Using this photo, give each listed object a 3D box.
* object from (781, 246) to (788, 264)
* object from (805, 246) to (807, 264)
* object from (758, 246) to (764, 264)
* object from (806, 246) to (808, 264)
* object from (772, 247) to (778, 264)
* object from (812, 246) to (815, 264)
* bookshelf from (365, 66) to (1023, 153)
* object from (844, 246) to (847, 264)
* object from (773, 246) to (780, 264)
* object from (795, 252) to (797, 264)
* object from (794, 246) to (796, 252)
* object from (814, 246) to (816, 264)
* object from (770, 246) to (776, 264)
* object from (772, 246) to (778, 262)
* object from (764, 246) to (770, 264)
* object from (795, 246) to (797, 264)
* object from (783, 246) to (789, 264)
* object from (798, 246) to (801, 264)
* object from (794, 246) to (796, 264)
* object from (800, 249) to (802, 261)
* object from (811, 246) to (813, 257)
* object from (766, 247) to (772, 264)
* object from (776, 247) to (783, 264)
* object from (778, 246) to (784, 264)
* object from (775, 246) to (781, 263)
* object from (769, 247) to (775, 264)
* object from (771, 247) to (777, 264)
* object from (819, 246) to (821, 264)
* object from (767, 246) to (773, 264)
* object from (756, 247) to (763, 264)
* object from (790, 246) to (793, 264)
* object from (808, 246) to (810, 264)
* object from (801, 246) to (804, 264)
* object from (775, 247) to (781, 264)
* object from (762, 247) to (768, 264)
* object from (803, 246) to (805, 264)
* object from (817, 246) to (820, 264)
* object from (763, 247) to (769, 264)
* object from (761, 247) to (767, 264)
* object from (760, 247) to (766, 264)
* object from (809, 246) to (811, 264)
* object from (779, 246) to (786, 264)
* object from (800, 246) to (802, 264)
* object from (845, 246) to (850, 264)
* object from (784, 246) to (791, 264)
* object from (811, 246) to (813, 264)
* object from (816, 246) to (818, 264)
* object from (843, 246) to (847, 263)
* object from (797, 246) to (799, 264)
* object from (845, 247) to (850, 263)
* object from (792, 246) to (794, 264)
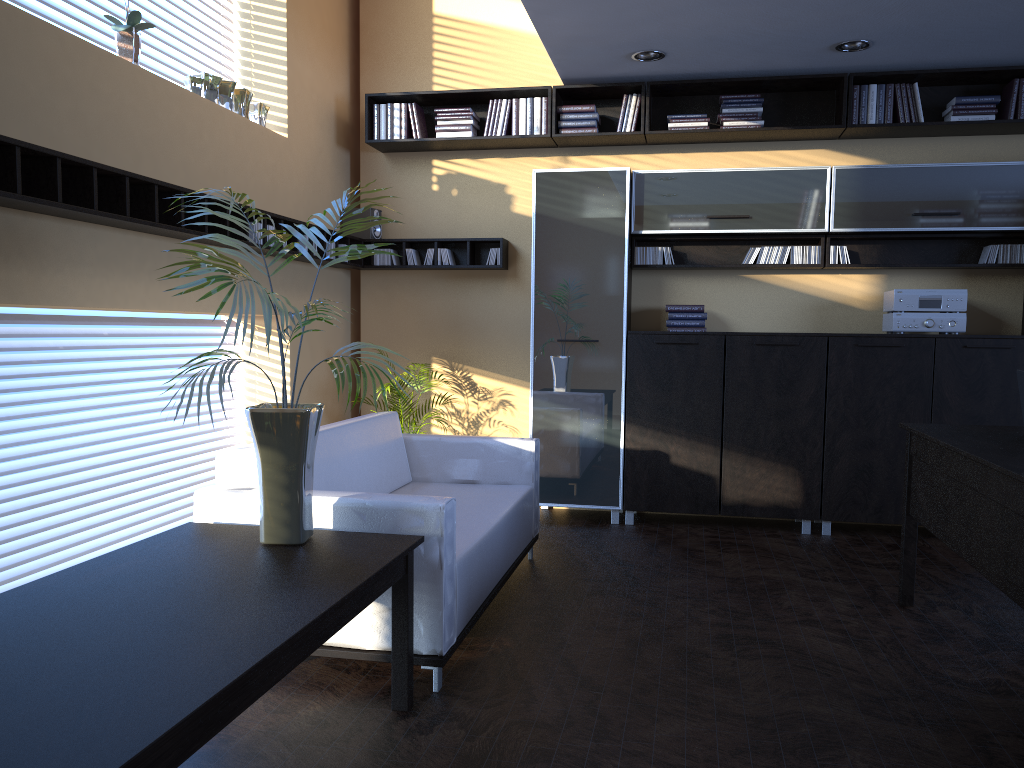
[{"bbox_3d":[1.845,-0.870,6.030,0.040,0.118,0.142,2,4,11],"label":"object"},{"bbox_3d":[1.981,-0.867,6.008,0.009,0.120,0.142,2,4,11],"label":"object"},{"bbox_3d":[1.696,-0.873,6.056,0.040,0.118,0.142,2,4,11],"label":"object"},{"bbox_3d":[1.989,-0.867,5.997,0.009,0.120,0.142,2,4,11],"label":"object"},{"bbox_3d":[1.786,-0.871,6.039,0.036,0.116,0.140,2,4,11],"label":"object"},{"bbox_3d":[2.028,-0.866,5.989,0.009,0.120,0.142,2,4,11],"label":"object"},{"bbox_3d":[1.506,-1.833,5.957,5.124,0.341,0.361,1,4,11],"label":"bookshelf"},{"bbox_3d":[2.227,-0.861,5.953,0.026,0.118,0.140,2,4,12],"label":"object"},{"bbox_3d":[1.795,-0.871,6.034,0.040,0.118,0.142,2,4,11],"label":"object"},{"bbox_3d":[1.922,-0.869,6.020,0.009,0.120,0.142,2,4,11],"label":"object"},{"bbox_3d":[1.911,-0.869,6.017,0.009,0.120,0.142,2,4,11],"label":"object"},{"bbox_3d":[2.038,-0.865,5.988,0.009,0.120,0.142,2,4,11],"label":"object"},{"bbox_3d":[1.776,-0.872,6.044,0.040,0.118,0.142,2,4,11],"label":"object"},{"bbox_3d":[1.786,-0.872,6.041,0.040,0.118,0.142,2,4,11],"label":"object"},{"bbox_3d":[1.736,-0.872,6.047,0.040,0.118,0.142,2,4,11],"label":"object"},{"bbox_3d":[1.921,-0.869,6.017,0.006,0.118,0.140,2,4,12],"label":"object"},{"bbox_3d":[1.855,-0.870,6.024,0.036,0.116,0.140,2,4,11],"label":"object"},{"bbox_3d":[1.939,-0.868,6.005,0.009,0.120,0.142,2,4,11],"label":"object"},{"bbox_3d":[1.911,-0.868,6.014,0.006,0.118,0.140,2,4,12],"label":"object"},{"bbox_3d":[1.950,-0.868,6.006,0.009,0.120,0.142,2,4,11],"label":"object"},{"bbox_3d":[2.021,-0.866,6.002,0.009,0.120,0.142,2,4,11],"label":"object"},{"bbox_3d":[1.747,-0.872,6.050,0.036,0.116,0.140,2,4,11],"label":"object"},{"bbox_3d":[1.816,-0.871,6.040,0.040,0.118,0.142,2,4,11],"label":"object"},{"bbox_3d":[1.825,-0.870,6.031,0.040,0.118,0.142,2,4,11],"label":"object"},{"bbox_3d":[1.806,-0.871,6.038,0.040,0.118,0.142,2,4,11],"label":"object"},{"bbox_3d":[1.766,-0.872,6.047,0.040,0.118,0.142,2,4,12],"label":"object"},{"bbox_3d":[1.775,-0.871,6.038,0.036,0.116,0.140,2,4,11],"label":"object"},{"bbox_3d":[2.068,-0.865,5.981,0.009,0.120,0.142,2,4,11],"label":"object"},{"bbox_3d":[1.756,-0.872,6.047,0.040,0.118,0.142,2,4,11],"label":"object"},{"bbox_3d":[1.686,-0.874,6.058,0.040,0.118,0.142,2,4,11],"label":"object"},{"bbox_3d":[1.890,-0.869,6.019,0.009,0.120,0.142,2,4,11],"label":"object"},{"bbox_3d":[1.999,-0.866,5.997,0.009,0.120,0.142,2,4,11],"label":"object"},{"bbox_3d":[1.960,-0.867,6.007,0.009,0.120,0.142,2,4,11],"label":"object"},{"bbox_3d":[1.805,-0.871,6.033,0.036,0.116,0.140,2,4,11],"label":"object"},{"bbox_3d":[1.727,-0.873,6.055,0.040,0.118,0.142,2,4,11],"label":"object"},{"bbox_3d":[1.969,-0.867,5.999,0.009,0.120,0.142,2,4,11],"label":"object"},{"bbox_3d":[2.058,-0.865,5.981,0.009,0.120,0.142,2,4,11],"label":"object"},{"bbox_3d":[1.727,-0.873,6.053,0.036,0.116,0.140,2,4,12],"label":"object"},{"bbox_3d":[1.717,-0.873,6.052,0.036,0.116,0.140,2,4,11],"label":"object"},{"bbox_3d":[1.707,-0.873,6.057,0.036,0.116,0.140,2,4,11],"label":"object"},{"bbox_3d":[2.010,-0.866,6.000,0.009,0.120,0.142,2,4,11],"label":"object"},{"bbox_3d":[1.836,-0.870,6.033,0.040,0.118,0.142,2,4,11],"label":"object"},{"bbox_3d":[1.949,-0.867,6.003,0.006,0.118,0.140,2,4,11],"label":"object"},{"bbox_3d":[2.242,-0.860,5.951,0.036,0.116,0.140,2,4,12],"label":"object"},{"bbox_3d":[1.865,-0.870,6.024,0.040,0.118,0.142,2,4,11],"label":"object"},{"bbox_3d":[2.020,-0.866,5.997,0.006,0.118,0.140,2,4,11],"label":"object"},{"bbox_3d":[2.049,-0.865,5.990,0.009,0.120,0.142,2,4,11],"label":"object"},{"bbox_3d":[2.227,-0.861,5.956,0.030,0.120,0.142,2,4,11],"label":"object"},{"bbox_3d":[1.930,-0.868,6.010,0.006,0.118,0.140,2,4,11],"label":"object"},{"bbox_3d":[2.242,-0.860,5.953,0.040,0.118,0.142,2,4,11],"label":"object"},{"bbox_3d":[1.900,-0.869,6.015,0.009,0.120,0.142,2,4,11],"label":"object"}]
